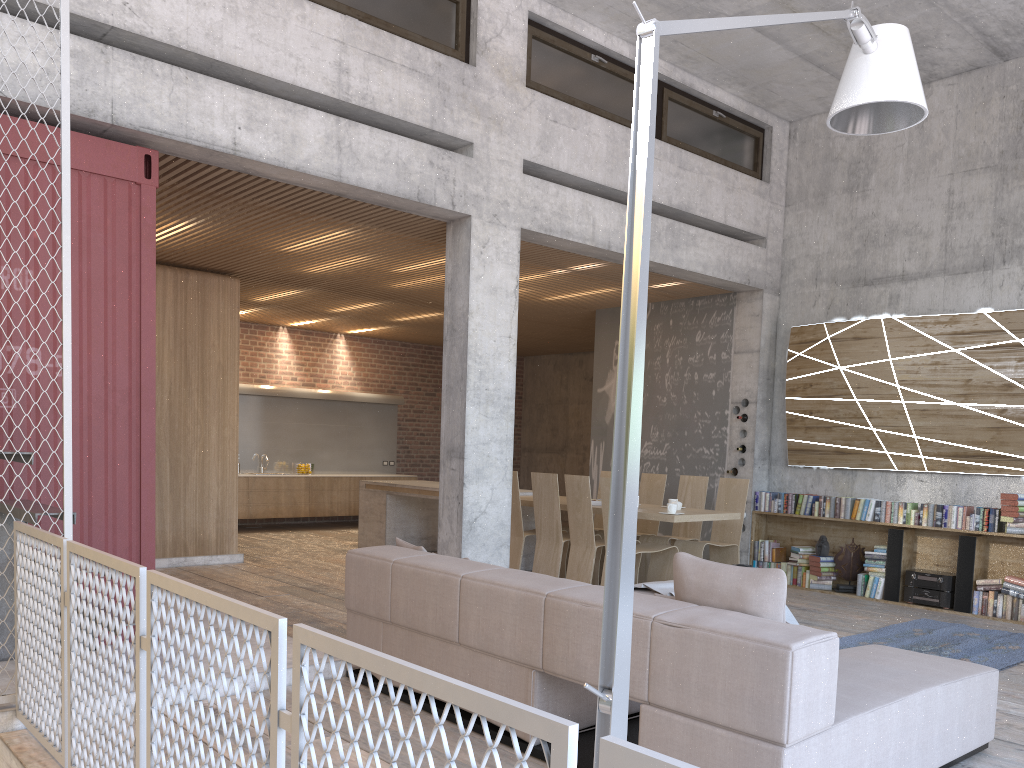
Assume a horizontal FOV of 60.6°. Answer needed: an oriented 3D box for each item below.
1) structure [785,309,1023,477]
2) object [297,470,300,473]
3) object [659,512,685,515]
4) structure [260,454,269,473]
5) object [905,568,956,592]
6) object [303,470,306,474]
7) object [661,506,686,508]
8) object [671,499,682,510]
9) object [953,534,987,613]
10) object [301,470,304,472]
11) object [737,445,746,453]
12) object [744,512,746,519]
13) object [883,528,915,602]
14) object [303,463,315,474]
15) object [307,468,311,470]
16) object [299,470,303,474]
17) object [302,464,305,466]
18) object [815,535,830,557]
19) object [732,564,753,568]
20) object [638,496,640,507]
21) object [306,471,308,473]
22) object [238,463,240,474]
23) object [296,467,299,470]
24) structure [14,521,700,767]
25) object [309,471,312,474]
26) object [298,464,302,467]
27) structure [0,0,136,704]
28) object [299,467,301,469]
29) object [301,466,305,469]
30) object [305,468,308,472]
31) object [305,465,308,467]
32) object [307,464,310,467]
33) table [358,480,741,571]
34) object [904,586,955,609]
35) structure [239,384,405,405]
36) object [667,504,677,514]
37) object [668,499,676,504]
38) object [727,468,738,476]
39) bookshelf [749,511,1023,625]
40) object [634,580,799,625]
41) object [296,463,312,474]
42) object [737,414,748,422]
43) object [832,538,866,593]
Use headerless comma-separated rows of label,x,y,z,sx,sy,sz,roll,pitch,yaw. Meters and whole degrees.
structure,4.159,0.091,8.401,0.358,1.542,3.400,-2,1,-41
object,-3.396,1.392,13.975,0.060,0.057,0.051,2,1,-5
object,1.429,1.161,7.854,0.184,0.014,0.185,-1,-5,35
structure,-3.872,1.339,13.815,0.115,0.479,0.246,-2,4,-41
object,4.107,1.914,8.546,0.304,0.162,0.438,4,-3,-41
object,-3.292,1.399,13.923,0.051,0.053,0.063,2,0,2
object,1.599,1.226,8.701,0.185,0.014,0.184,5,-5,-38
object,1.582,1.160,8.427,0.089,0.112,0.122,3,1,40
object,4.341,1.812,8.312,0.272,0.765,0.151,-1,5,-41
object,-3.317,1.367,13.889,0.061,0.054,0.052,2,0,-29
object,2.674,0.745,9.997,0.347,0.094,0.093,5,-2,-41
object,2.679,1.493,10.020,0.338,0.096,0.095,5,-2,-41
object,3.893,1.832,8.820,0.272,0.765,0.151,-1,5,-41
object,-3.306,1.379,14.264,0.191,0.171,0.190,2,0,-30
object,-3.243,1.355,13.990,0.053,0.054,0.061,2,0,40
object,-3.348,1.397,13.938,0.064,0.063,0.073,2,0,14
object,-3.324,1.300,13.976,0.051,0.054,0.063,2,0,-5
object,3.299,1.719,9.315,0.135,0.230,0.144,0,3,-44
object,1.705,1.419,6.494,0.301,0.170,0.299,1,-2,36
object,1.210,1.139,8.500,0.052,0.112,0.052,2,3,4
object,-3.279,1.407,14.002,0.050,0.056,0.061,3,0,39
object,-4.184,1.287,13.392,0.060,0.161,0.059,0,4,-26
object,-3.408,1.345,13.986,0.053,0.052,0.062,2,0,-38
structure,-1.596,0.980,1.871,1.929,0.939,4.413,4,-4,-41
object,-3.225,1.405,13.978,0.053,0.052,0.062,2,0,33
object,-3.378,1.300,13.951,0.062,0.052,0.053,2,0,41
structure,-2.412,-0.540,2.854,3.037,4.344,3.665,0,2,-41
object,-3.361,1.345,13.945,0.062,0.054,0.051,2,0,-34
object,-3.318,1.323,13.912,0.061,0.052,0.053,2,0,7
object,-3.267,1.365,13.937,0.061,0.055,0.051,2,1,-27
object,-3.266,1.315,13.939,0.051,0.053,0.063,2,0,7
object,-3.252,1.306,14.003,0.050,0.060,0.059,2,0,-7
table,0.069,1.691,9.959,1.013,0.927,5.171,2,-3,-41
object,4.106,2.076,8.563,0.293,0.165,0.438,4,-3,-41
structure,-3.479,0.144,14.084,4.085,0.158,0.207,5,-3,-41
object,1.431,1.117,7.837,0.093,0.089,0.116,2,-1,2
object,1.599,1.187,8.707,0.093,0.089,0.117,2,-1,13
object,2.574,1.008,10.062,0.338,0.096,0.095,5,-2,-41
bookshelf,4.566,1.765,8.038,0.303,0.807,5.305,-1,-1,-41
object,1.559,1.676,6.414,1.599,0.506,1.041,3,-3,-23
object,-3.315,1.344,13.981,0.189,0.176,0.206,2,0,-41
object,2.657,0.387,9.944,0.335,0.091,0.090,5,-2,-41
object,3.558,1.894,9.205,0.343,0.573,0.195,2,4,9
